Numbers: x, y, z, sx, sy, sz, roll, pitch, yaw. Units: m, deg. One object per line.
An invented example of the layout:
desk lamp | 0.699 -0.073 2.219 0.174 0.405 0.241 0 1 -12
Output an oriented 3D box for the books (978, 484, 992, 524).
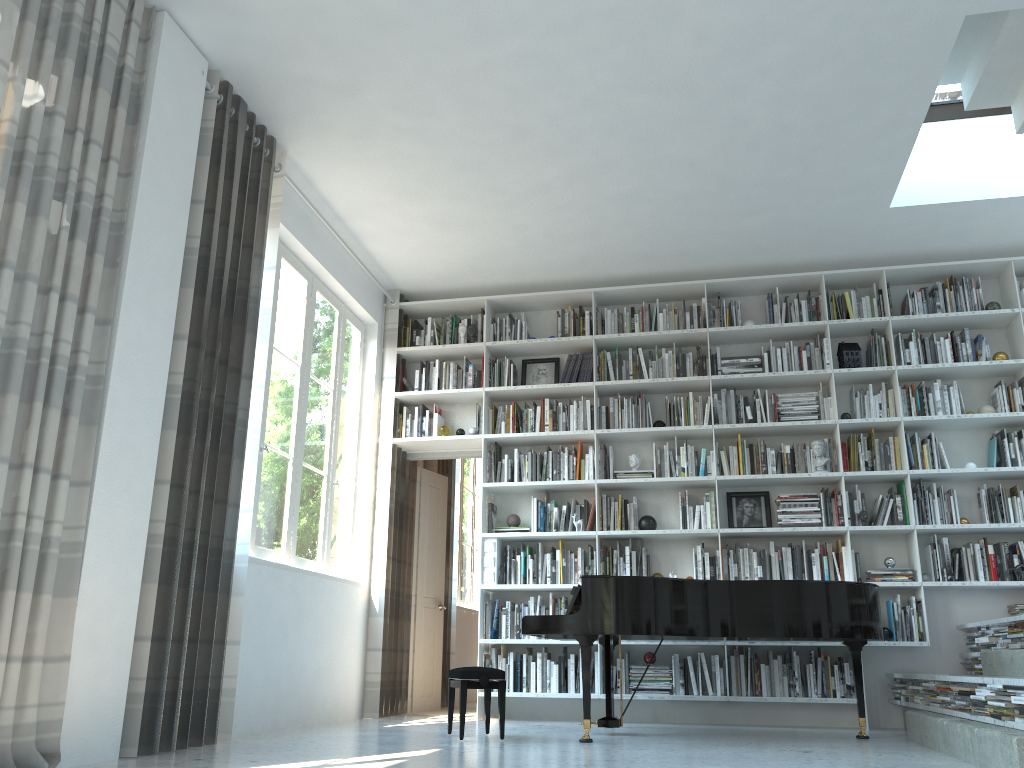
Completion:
books | 3.187 0.829 5.974 0.016 0.288 0.132 -3 -17 12

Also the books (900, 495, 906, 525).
books | 2.654 0.881 6.053 0.021 0.225 0.148 -3 -17 12

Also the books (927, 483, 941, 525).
books | 2.862 0.834 6.013 0.014 0.296 0.175 -3 -17 12

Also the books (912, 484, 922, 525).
books | 2.763 0.844 6.044 0.018 0.294 0.178 -3 -17 12

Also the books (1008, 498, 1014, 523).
books | 3.295 0.864 5.902 0.018 0.181 0.182 -3 -18 12

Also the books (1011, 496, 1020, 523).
books | 3.337 0.859 5.906 0.015 0.194 0.176 -3 -18 12

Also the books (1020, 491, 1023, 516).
books | 3.377 0.839 5.901 0.018 0.229 0.182 -3 -17 12

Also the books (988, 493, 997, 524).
books | 3.196 0.855 5.934 0.016 0.215 0.178 -3 -17 12

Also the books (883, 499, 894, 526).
books | 2.560 0.901 6.073 0.091 0.204 0.169 -3 -17 12

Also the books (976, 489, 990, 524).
books | 3.167 0.844 5.960 0.019 0.251 0.130 -3 -17 12

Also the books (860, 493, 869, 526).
books | 2.422 0.888 6.118 0.035 0.247 0.141 -3 -17 12

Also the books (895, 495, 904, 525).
books | 2.627 0.881 6.047 0.029 0.222 0.171 -3 -17 12

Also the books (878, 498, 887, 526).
books | 2.529 0.900 6.084 0.090 0.211 0.143 -3 -17 12

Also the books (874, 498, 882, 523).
books | 2.494 0.897 6.091 0.088 0.219 0.139 -3 -17 12

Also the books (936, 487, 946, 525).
books | 2.894 0.848 6.007 0.012 0.266 0.183 -3 -17 12

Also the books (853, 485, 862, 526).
books | 2.385 0.859 6.125 0.013 0.306 0.141 -3 -17 12

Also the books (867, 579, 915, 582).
books | 2.516 1.314 5.902 0.285 0.012 0.160 -5 -18 16

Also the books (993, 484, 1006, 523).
books | 3.270 0.824 5.948 0.007 0.284 0.160 -3 -17 12

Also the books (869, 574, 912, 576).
books | 2.517 1.279 5.912 0.254 0.012 0.161 -5 -18 16

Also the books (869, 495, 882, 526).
books | 2.481 0.888 6.076 0.095 0.227 0.190 -3 -17 12

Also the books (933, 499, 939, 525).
books | 2.848 0.888 6.001 0.013 0.186 0.184 -3 -18 12

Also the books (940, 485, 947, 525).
books | 2.917 0.844 6.021 0.006 0.284 0.160 -3 -17 12

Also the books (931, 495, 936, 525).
books | 2.837 0.875 6.013 0.013 0.217 0.161 -3 -17 12

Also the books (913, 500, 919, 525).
books | 2.736 0.898 6.039 0.015 0.187 0.168 -3 -18 12

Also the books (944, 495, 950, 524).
books | 2.936 0.872 6.008 0.008 0.222 0.134 -3 -17 12

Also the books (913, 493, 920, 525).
books | 2.751 0.875 6.052 0.011 0.238 0.137 -3 -17 12

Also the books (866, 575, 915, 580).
books | 2.515 1.290 5.905 0.285 0.012 0.160 -4 -18 14

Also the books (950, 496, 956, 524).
books | 2.959 0.874 5.988 0.014 0.206 0.181 -3 -17 12

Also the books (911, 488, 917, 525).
books | 2.723 0.858 6.043 0.010 0.265 0.158 -3 -17 12

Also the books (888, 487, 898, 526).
books | 2.611 0.858 6.080 0.013 0.285 0.139 -3 -17 12

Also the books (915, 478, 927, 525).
books | 2.797 0.824 6.058 0.007 0.340 0.150 -3 -17 12

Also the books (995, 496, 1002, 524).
books | 3.249 0.866 5.955 0.031 0.208 0.122 -3 -17 12

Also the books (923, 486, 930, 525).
books | 2.804 0.844 6.025 0.005 0.283 0.159 -3 -17 12

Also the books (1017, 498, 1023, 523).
books | 3.352 0.862 5.896 0.019 0.182 0.191 -3 -18 12

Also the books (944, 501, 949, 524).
books | 2.925 0.893 6.002 0.013 0.178 0.141 -3 -17 12

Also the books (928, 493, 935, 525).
books | 2.823 0.868 6.005 0.011 0.225 0.188 -3 -17 12

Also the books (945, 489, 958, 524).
books | 2.974 0.849 5.998 0.014 0.260 0.142 -3 -17 12

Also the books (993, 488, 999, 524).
books | 3.226 0.837 5.948 0.008 0.258 0.159 -3 -17 12

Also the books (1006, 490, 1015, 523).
books | 3.319 0.842 5.936 0.030 0.243 0.136 -3 -17 12

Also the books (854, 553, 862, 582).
books | 2.341 1.259 6.024 0.030 0.209 0.137 -3 -17 12

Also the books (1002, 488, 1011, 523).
books | 3.277 0.832 5.916 0.018 0.250 0.184 -3 -17 12

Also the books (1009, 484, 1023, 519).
books | 3.366 0.819 5.910 0.006 0.273 0.173 -3 -17 12

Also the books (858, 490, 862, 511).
books | 2.399 0.881 6.125 0.012 0.265 0.158 -3 -17 12

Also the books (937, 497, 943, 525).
books | 2.884 0.883 6.011 0.013 0.202 0.167 -3 -17 12

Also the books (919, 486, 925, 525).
books | 2.774 0.849 6.038 0.006 0.280 0.155 -3 -17 12

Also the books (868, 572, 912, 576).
books | 2.514 1.265 5.906 0.254 0.012 0.161 -3 -18 12

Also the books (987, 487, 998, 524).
books | 3.214 0.836 5.951 0.015 0.261 0.150 -3 -17 12

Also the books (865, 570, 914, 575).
books | 2.516 1.256 5.918 0.285 0.012 0.160 -4 -18 15

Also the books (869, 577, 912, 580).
books | 2.516 1.302 5.903 0.254 0.012 0.161 -5 -18 17

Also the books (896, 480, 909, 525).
books | 2.671 0.833 6.061 0.014 0.324 0.183 -3 -17 12

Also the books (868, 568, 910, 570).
books | 2.515 1.242 5.915 0.254 0.012 0.161 -6 -19 20

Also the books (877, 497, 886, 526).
books | 2.519 0.895 6.093 0.095 0.225 0.144 -3 -17 12

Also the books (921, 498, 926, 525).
books | 2.785 0.888 6.032 0.013 0.203 0.154 -3 -17 12

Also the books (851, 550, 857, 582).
books | 2.312 1.251 6.030 0.027 0.228 0.141 -3 -17 12

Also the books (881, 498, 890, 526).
books | 2.549 0.900 6.088 0.090 0.214 0.139 -3 -17 12

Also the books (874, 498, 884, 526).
books | 2.499 0.897 6.074 0.089 0.209 0.176 -3 -17 12

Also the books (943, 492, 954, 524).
books | 2.945 0.861 5.999 0.015 0.237 0.177 -3 -17 12

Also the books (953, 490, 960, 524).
books | 2.987 0.854 5.994 0.013 0.250 0.173 -3 -17 12

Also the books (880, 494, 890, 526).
books | 2.543 0.885 6.083 0.094 0.238 0.150 -3 -17 12

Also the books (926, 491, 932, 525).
books | 2.813 0.861 6.020 0.013 0.248 0.165 -3 -17 12
